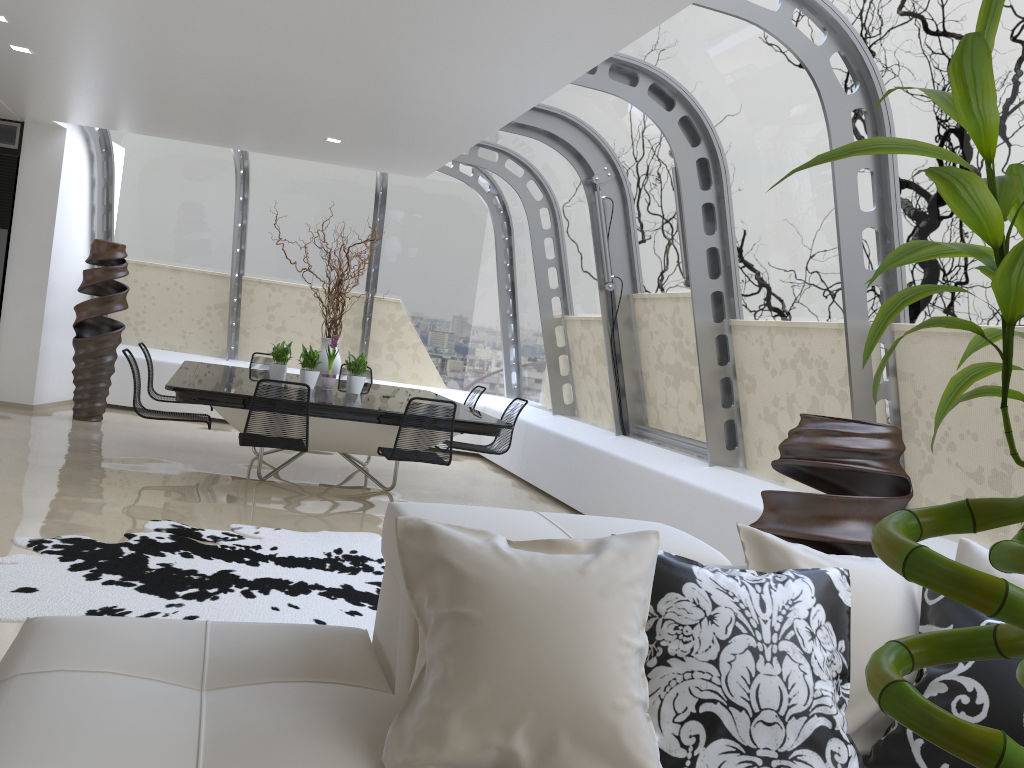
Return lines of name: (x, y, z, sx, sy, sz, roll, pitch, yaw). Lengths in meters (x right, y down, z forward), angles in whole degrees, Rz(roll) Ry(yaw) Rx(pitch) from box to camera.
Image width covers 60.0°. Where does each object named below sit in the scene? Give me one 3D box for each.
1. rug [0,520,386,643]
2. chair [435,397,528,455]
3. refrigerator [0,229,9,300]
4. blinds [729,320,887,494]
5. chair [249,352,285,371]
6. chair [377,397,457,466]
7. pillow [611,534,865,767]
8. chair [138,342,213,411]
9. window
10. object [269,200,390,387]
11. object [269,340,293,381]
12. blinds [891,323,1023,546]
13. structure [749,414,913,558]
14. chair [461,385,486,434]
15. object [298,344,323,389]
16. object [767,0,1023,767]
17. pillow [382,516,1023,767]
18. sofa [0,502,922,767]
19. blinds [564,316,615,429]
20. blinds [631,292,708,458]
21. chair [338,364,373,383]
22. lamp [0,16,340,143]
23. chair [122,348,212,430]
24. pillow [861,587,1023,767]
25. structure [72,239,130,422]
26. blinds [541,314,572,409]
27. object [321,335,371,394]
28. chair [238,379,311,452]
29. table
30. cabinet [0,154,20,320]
rug: (-0.943, 1.027, 4.447, 3.220, 0.008, 2.705, 7, 2, -18)
chair: (-0.259, 0.342, 7.569, 0.688, 0.519, 0.446, 7, 2, -18)
refrigerator: (-5.747, -0.780, 9.113, 1.006, 1.742, 0.234, 8, 2, -5)
blinds: (1.767, 0.149, 5.386, 0.329, 1.027, 1.430, 7, 2, -18)
chair: (-2.497, -0.037, 9.049, 0.446, 0.519, 0.688, 7, 2, -18)
chair: (-0.667, 0.331, 6.373, 0.446, 0.519, 0.688, 7, 2, -18)
pillow: (0.505, 0.647, 1.992, 0.604, 0.471, 0.394, 8, 2, -3)
chair: (-3.018, -0.070, 7.988, 0.688, 0.519, 0.446, 7, 2, -18)
window: (-5.163, -0.991, 3.562, 16.693, 3.674, 16.171, 8, 2, -12)
object: (-1.672, -0.752, 7.681, 1.031, 1.549, 1.135, 7, 2, -26)
object: (-2.019, -0.207, 7.739, 0.215, 0.369, 0.284, 9, 2, 20)
blinds: (2.239, 0.274, 3.926, 0.329, 1.027, 1.430, 7, 2, -18)
structure: (1.359, 0.773, 3.844, 0.672, 1.258, 0.674, 6, 3, -41)
chair: (-0.650, 0.238, 8.779, 0.688, 0.519, 0.446, 7, 2, -18)
object: (-1.692, -0.146, 7.394, 0.215, 0.369, 0.284, 9, 2, 15)
object: (0.426, 0.177, 0.441, 0.673, 1.546, 0.584, 9, 2, 21)
pillow: (1.367, 0.762, 1.395, 3.322, 0.530, 1.656, 10, 3, 42)
sofa: (0.855, 0.993, 0.890, 3.257, 0.866, 4.169, 7, 2, -18)
blinds: (0.823, -0.102, 8.306, 0.329, 1.027, 1.430, 7, 2, -18)
blinds: (1.282, -0.073, 6.831, 0.387, 1.214, 1.376, 7, 2, -18)
chair: (-1.626, 0.077, 9.341, 0.446, 0.519, 0.688, 7, 2, -18)
lamp: (-4.585, -2.313, 1.602, 9.775, 0.004, 9.928, 7, 2, -18)
chair: (-2.627, 0.034, 6.777, 0.688, 0.519, 0.446, 7, 2, -18)
pillow: (1.157, 0.751, 2.005, 0.599, 0.483, 0.405, 10, 3, 40)
structure: (-4.201, -0.533, 9.008, 0.498, 1.843, 0.493, 8, 2, -7)
blinds: (0.373, 0.302, 10.010, 0.663, 2.118, 1.829, 7, 2, -18)
object: (-1.404, -0.165, 7.626, 0.417, 0.476, 0.238, 9, 2, 10)
chair: (-1.606, 0.209, 6.059, 0.446, 0.519, 0.688, 7, 2, -18)
table: (-1.655, 0.415, 7.741, 2.494, 0.759, 3.031, 7, 2, -18)
cabinet: (-6.310, -1.214, 9.350, 2.252, 2.558, 0.831, 8, 2, -4)
